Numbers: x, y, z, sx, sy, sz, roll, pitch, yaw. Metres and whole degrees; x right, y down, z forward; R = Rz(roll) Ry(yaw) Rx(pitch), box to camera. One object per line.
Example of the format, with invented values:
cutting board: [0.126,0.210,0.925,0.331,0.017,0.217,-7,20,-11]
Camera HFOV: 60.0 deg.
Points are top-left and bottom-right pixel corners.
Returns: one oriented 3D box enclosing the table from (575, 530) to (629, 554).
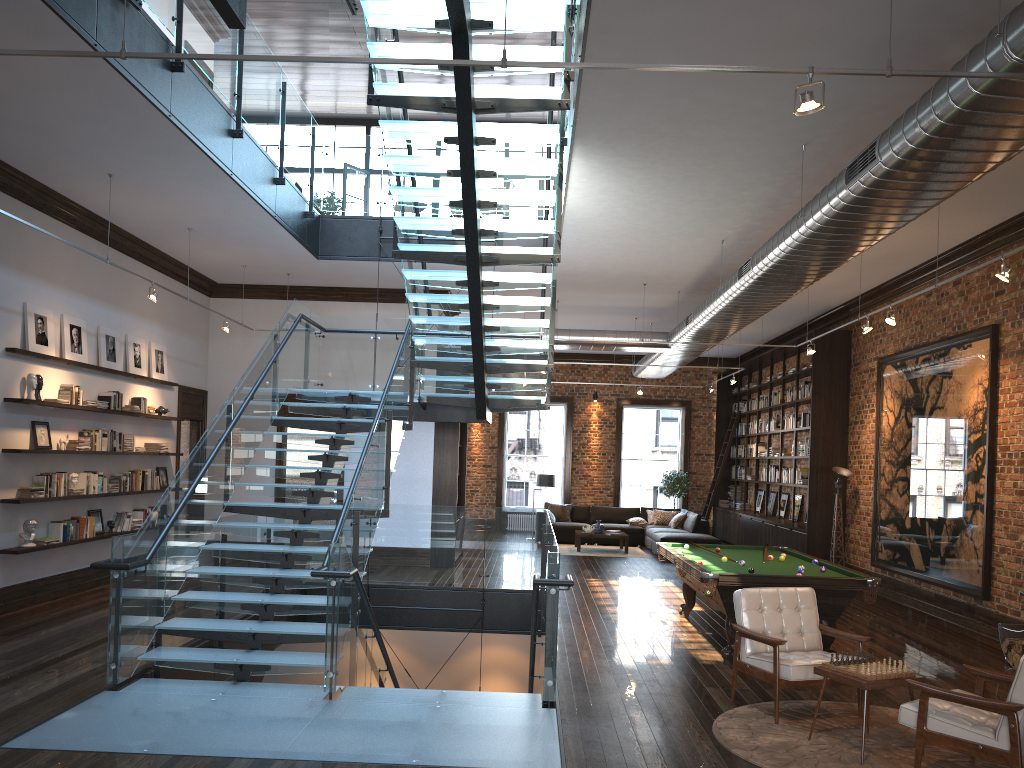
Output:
table: [1.791,3.173,17.855,1.000,0.345,1.004,2,-4,1]

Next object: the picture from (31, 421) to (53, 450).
picture: [-5.012,0.550,9.460,0.077,0.299,0.301,2,-3,1]

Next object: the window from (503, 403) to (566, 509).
window: [0.557,1.828,21.980,1.520,2.750,0.155,2,0,1]

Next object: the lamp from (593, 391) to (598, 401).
lamp: [2.028,0.299,21.549,0.126,0.236,0.155,2,-2,1]

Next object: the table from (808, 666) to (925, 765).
table: [2.226,2.053,5.571,0.517,0.494,0.463,3,-3,-24]

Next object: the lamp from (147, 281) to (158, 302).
lamp: [-3.922,-1.005,9.666,0.114,0.230,0.113,3,-1,-44]

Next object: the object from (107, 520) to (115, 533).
object: [-4.983,1.770,11.023,0.106,0.151,0.082,2,-1,0]

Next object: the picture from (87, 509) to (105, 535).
picture: [-5.017,1.667,10.704,0.077,0.299,0.301,2,-3,1]

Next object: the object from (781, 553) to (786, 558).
object: [2.909,1.842,9.506,0.057,0.057,0.057,4,-3,-43]

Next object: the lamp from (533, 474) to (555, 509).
lamp: [0.614,2.730,19.611,0.686,1.465,0.420,1,-1,31]

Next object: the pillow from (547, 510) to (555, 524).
pillow: [0.822,2.888,19.315,0.244,0.305,0.575,2,-4,2]

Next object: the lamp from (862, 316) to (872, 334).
lamp: [4.089,-0.689,10.195,0.114,0.230,0.113,2,-1,-19]

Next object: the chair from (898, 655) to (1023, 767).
chair: [2.668,1.829,4.927,0.770,0.864,0.741,4,-3,-38]

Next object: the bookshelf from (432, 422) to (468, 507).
bookshelf: [-1.037,1.256,15.073,0.400,3.512,1.785,2,-1,2]

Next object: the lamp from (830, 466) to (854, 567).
lamp: [5.010,2.173,13.522,0.425,1.825,0.507,2,0,7]

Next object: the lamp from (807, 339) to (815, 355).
lamp: [4.135,-0.509,12.260,0.113,0.230,0.114,2,-1,16]

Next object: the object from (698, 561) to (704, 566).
object: [1.791,1.710,8.415,0.057,0.057,0.057,4,-3,-42]

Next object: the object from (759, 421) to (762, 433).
object: [5.225,0.904,18.628,0.075,0.254,0.087,2,-1,-9]

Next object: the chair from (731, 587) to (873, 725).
chair: [2.062,1.934,6.368,0.769,0.864,0.742,3,-2,-18]

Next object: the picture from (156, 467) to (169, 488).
picture: [-4.956,1.328,12.586,0.077,0.299,0.301,2,-3,1]

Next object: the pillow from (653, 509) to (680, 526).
pillow: [3.384,2.928,19.426,0.611,0.361,0.289,2,-2,5]

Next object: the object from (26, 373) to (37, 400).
object: [-4.973,0.032,9.175,0.098,0.288,0.098,1,-1,44]

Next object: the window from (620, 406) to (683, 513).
window: [3.416,1.919,21.913,1.520,2.750,0.155,2,0,1]

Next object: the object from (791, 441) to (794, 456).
object: [5.135,1.174,16.144,0.069,0.288,0.117,2,-1,-6]

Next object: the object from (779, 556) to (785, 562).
object: [2.797,1.811,9.185,0.057,0.057,0.057,2,-3,2]

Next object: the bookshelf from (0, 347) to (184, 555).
bookshelf: [-4.924,0.844,10.850,0.200,2.050,4.089,2,-4,2]

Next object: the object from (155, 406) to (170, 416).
object: [-4.850,0.368,12.186,0.282,0.135,0.124,4,-3,-31]

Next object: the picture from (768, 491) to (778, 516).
picture: [5.351,2.459,18.289,0.112,0.497,0.509,2,-3,2]

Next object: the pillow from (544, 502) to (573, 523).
pillow: [1.007,2.852,19.699,0.700,0.439,0.305,2,-2,2]

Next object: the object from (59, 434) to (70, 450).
object: [-4.982,0.645,9.878,0.059,0.187,0.122,2,-1,37]

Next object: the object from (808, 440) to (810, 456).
object: [5.118,1.096,15.259,0.069,0.288,0.117,2,-1,-6]

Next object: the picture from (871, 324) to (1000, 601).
picture: [5.230,0.989,11.208,0.080,2.997,3.210,2,-3,2]

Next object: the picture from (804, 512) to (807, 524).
picture: [5.288,2.225,15.622,0.112,0.497,0.509,2,-3,2]

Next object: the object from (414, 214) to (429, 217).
object: [-1.543,-2.572,12.969,0.541,0.768,0.520,3,-2,-29]

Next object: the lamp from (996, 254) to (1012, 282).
lamp: [4.019,-0.947,7.254,0.114,0.230,0.113,2,-1,-24]

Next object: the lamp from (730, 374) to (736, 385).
lamp: [4.236,-0.099,16.946,0.113,0.230,0.114,2,-1,-23]

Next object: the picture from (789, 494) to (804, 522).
picture: [5.311,2.309,16.574,0.112,0.497,0.509,2,-3,2]

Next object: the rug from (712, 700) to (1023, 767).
rug: [2.294,2.303,5.687,1.969,0.015,1.977,2,-5,3]

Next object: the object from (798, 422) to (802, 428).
object: [5.269,0.749,16.160,0.096,0.136,0.236,2,-4,-15]

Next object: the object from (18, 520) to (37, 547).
object: [-5.020,1.545,9.195,0.165,0.282,0.171,3,-2,-30]

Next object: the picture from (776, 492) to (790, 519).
picture: [5.331,2.385,17.446,0.112,0.497,0.509,2,-3,2]

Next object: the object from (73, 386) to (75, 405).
object: [-4.940,0.128,9.865,0.154,0.206,0.010,2,0,1]

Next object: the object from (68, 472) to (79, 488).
object: [-4.972,1.088,10.039,0.147,0.187,0.127,1,-2,17]

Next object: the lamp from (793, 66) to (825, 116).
lamp: [1.346,-1.317,4.015,0.113,0.230,0.114,2,-1,-9]

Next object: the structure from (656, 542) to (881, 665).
structure: [2.419,2.183,9.032,1.552,0.850,2.966,2,-5,1]

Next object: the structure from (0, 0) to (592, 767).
structure: [-1.189,0.677,8.538,3.576,14.477,7.056,2,-1,1]

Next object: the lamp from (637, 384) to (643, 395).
lamp: [2.900,0.125,20.048,0.114,0.230,0.114,3,-1,-29]

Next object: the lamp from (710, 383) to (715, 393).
lamp: [4.283,0.076,18.952,0.113,0.230,0.114,1,-1,41]

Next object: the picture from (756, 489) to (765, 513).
picture: [5.374,2.544,19.271,0.112,0.497,0.509,2,-3,2]

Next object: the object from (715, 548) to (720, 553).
object: [2.302,1.858,9.919,0.057,0.057,0.057,4,-3,-40]

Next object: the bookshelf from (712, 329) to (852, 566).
bookshelf: [5.129,1.458,17.813,0.600,3.991,7.431,2,-4,2]

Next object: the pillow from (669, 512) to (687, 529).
pillow: [3.541,2.926,18.955,0.314,0.354,0.631,2,-4,1]

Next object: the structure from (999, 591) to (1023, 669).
structure: [4.845,2.131,7.951,0.538,0.918,0.929,2,-3,2]

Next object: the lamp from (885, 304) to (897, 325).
lamp: [4.075,-0.748,9.530,0.113,0.230,0.114,1,-1,31]

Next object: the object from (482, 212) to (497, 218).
object: [-0.237,-2.531,12.933,0.540,0.768,0.521,2,-2,11]

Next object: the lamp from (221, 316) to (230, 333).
lamp: [-3.868,-0.803,11.970,0.114,0.230,0.114,3,-1,-43]

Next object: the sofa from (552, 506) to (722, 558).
sofa: [2.241,3.006,18.380,3.499,0.802,3.461,2,-5,1]

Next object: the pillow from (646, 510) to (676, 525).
pillow: [3.314,2.967,19.607,0.703,0.338,0.270,2,-2,2]

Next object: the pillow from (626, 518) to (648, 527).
pillow: [2.730,3.027,19.412,0.409,0.203,0.612,2,-4,-1]

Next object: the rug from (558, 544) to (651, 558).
rug: [1.636,3.330,17.732,2.021,0.003,2.121,2,-5,1]
